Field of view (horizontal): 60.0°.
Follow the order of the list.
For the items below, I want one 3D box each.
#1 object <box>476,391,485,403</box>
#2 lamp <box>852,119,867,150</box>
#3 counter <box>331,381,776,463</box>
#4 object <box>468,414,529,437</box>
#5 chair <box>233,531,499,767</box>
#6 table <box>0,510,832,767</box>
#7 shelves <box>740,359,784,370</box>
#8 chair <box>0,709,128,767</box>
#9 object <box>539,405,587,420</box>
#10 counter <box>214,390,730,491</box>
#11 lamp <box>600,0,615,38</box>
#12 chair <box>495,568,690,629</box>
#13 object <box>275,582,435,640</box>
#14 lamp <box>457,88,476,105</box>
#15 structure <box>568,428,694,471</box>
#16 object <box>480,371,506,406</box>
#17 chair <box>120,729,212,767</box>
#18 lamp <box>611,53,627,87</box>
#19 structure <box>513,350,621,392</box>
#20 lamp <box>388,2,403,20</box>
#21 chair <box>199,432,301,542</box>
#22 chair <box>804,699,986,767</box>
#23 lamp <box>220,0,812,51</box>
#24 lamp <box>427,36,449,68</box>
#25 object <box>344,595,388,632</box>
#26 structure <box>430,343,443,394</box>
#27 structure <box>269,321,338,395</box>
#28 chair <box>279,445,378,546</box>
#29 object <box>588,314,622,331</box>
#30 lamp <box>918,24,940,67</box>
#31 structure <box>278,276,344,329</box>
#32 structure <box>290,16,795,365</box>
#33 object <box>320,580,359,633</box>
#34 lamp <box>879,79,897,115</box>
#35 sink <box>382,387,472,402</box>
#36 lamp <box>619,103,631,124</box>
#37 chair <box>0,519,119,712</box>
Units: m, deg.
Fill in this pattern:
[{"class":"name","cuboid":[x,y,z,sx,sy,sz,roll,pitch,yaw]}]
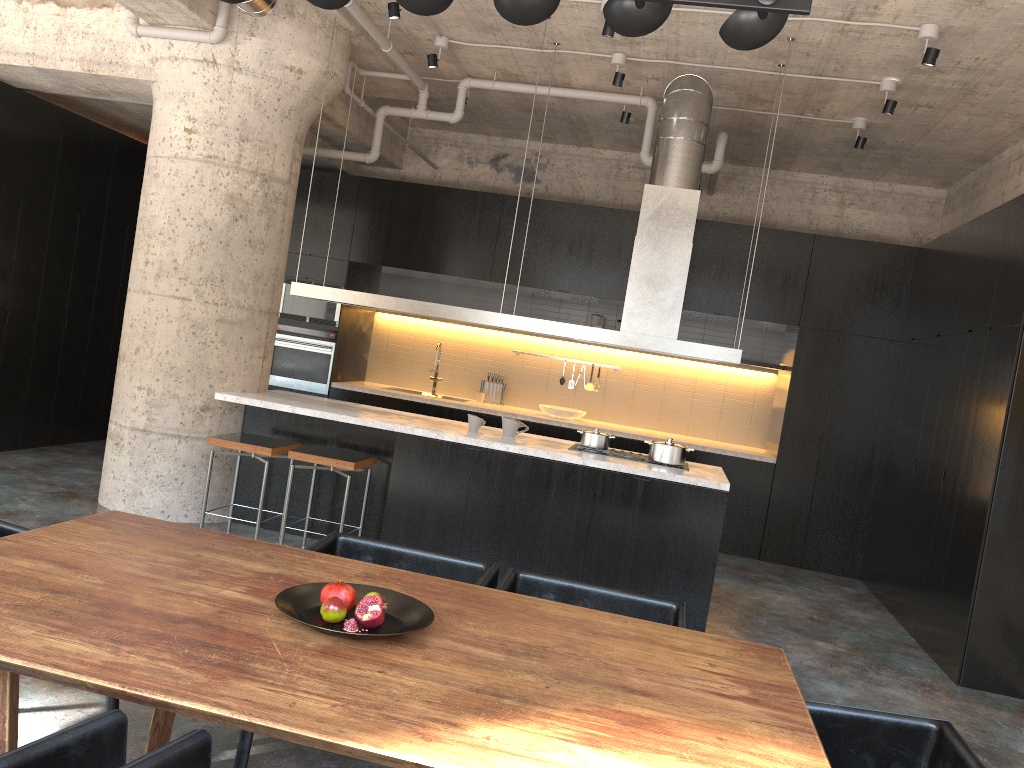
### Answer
[{"class":"object","cuboid":[-0.334,0.136,9.398,0.092,0.117,0.092,7,3,-41]},{"class":"lamp","cuboid":[2.751,-1.974,7.035,0.107,0.236,0.145,9,2,-7]},{"class":"counter","cuboid":[0.385,0.397,9.009,4.360,0.142,1.000,9,2,10]},{"class":"object","cuboid":[-0.104,0.290,6.325,0.437,0.133,0.188,9,2,11]},{"class":"chair","cuboid":[-0.485,1.009,3.285,0.707,0.738,0.754,9,2,10]},{"class":"table","cuboid":[-0.471,1.036,2.433,2.410,0.756,1.299,9,2,10]},{"class":"shelves","cuboid":[0.579,-0.511,9.254,4.362,0.043,0.403,9,2,10]},{"class":"chair","cuboid":[-1.259,0.951,1.692,0.707,0.738,0.754,10,2,15]},{"class":"object","cuboid":[0.512,0.297,9.055,0.490,0.093,0.490,9,2,7]},{"class":"counter","cuboid":[-0.260,0.356,6.302,3.500,0.046,1.000,9,2,10]},{"class":"lamp","cuboid":[0.592,-2.249,5.466,0.107,0.236,0.145,9,2,-7]},{"class":"chair","cuboid":[0.226,1.127,3.150,0.707,0.738,0.754,9,2,10]},{"class":"object","cuboid":[-0.430,0.619,2.441,0.435,0.079,0.435,7,3,-43]},{"class":"lamp","cuboid":[-0.392,-2.489,7.586,0.145,0.236,0.107,9,2,-7]},{"class":"structure","cuboid":[0.842,0.418,6.190,0.833,0.187,0.506,9,2,10]},{"class":"object","cuboid":[-0.203,0.043,9.476,0.291,0.336,0.060,9,2,4]},{"class":"chair","cuboid":[-0.446,1.088,1.496,0.707,0.738,0.754,10,2,15]},{"class":"lamp","cuboid":[0.763,-2.260,6.408,0.107,0.236,0.145,9,2,-7]},{"class":"structure","cuboid":[0.553,-0.116,9.430,1.171,0.315,0.074,9,2,10]},{"class":"lamp","cuboid":[-0.727,-2.467,5.733,0.145,0.236,0.107,9,2,-7]},{"class":"chair","cuboid":[-1.766,0.718,5.940,0.450,0.698,0.450,9,2,10]},{"class":"chair","cuboid":[0.879,1.269,2.204,0.754,0.738,0.707,9,2,10]},{"class":"lamp","cuboid":[-0.050,-1.680,2.312,1.813,1.327,0.583,9,2,10]},{"class":"lamp","cuboid":[-0.561,-2.478,6.652,0.145,0.236,0.107,9,2,-7]},{"class":"object","cuboid":[-0.388,0.619,2.405,0.088,0.082,0.110,7,3,-40]},{"class":"structure","cuboid":[-0.813,-0.165,9.427,0.125,0.559,0.269,9,2,10]},{"class":"structure","cuboid":[-2.069,-0.266,9.174,0.664,0.651,0.649,9,2,10]},{"class":"chair","cuboid":[-1.230,0.804,5.894,0.450,0.698,0.450,9,2,10]},{"class":"object","cuboid":[1.001,-0.584,9.158,0.462,0.240,0.334,9,2,7]},{"class":"lamp","cuboid":[2.406,-1.951,5.131,0.107,0.236,0.145,9,2,-7]},{"class":"structure","cuboid":[-1.973,-0.825,9.197,0.659,0.450,0.612,9,2,10]},{"class":"structure","cuboid":[0.162,-1.411,6.191,3.117,2.100,0.538,9,2,10]},{"class":"object","cuboid":[-0.452,0.602,2.435,0.100,0.097,0.219,7,3,-36]},{"class":"lamp","cuboid":[2.581,-1.963,6.094,0.107,0.236,0.145,9,2,-7]},{"class":"sink","cuboid":[-0.901,0.174,9.291,0.890,0.134,0.458,9,2,10]},{"class":"lamp","cuboid":[0.935,-2.272,7.359,0.107,0.236,0.145,9,2,-7]},{"class":"chair","cuboid":[-1.673,0.847,2.653,0.754,0.738,0.707,9,2,10]}]
